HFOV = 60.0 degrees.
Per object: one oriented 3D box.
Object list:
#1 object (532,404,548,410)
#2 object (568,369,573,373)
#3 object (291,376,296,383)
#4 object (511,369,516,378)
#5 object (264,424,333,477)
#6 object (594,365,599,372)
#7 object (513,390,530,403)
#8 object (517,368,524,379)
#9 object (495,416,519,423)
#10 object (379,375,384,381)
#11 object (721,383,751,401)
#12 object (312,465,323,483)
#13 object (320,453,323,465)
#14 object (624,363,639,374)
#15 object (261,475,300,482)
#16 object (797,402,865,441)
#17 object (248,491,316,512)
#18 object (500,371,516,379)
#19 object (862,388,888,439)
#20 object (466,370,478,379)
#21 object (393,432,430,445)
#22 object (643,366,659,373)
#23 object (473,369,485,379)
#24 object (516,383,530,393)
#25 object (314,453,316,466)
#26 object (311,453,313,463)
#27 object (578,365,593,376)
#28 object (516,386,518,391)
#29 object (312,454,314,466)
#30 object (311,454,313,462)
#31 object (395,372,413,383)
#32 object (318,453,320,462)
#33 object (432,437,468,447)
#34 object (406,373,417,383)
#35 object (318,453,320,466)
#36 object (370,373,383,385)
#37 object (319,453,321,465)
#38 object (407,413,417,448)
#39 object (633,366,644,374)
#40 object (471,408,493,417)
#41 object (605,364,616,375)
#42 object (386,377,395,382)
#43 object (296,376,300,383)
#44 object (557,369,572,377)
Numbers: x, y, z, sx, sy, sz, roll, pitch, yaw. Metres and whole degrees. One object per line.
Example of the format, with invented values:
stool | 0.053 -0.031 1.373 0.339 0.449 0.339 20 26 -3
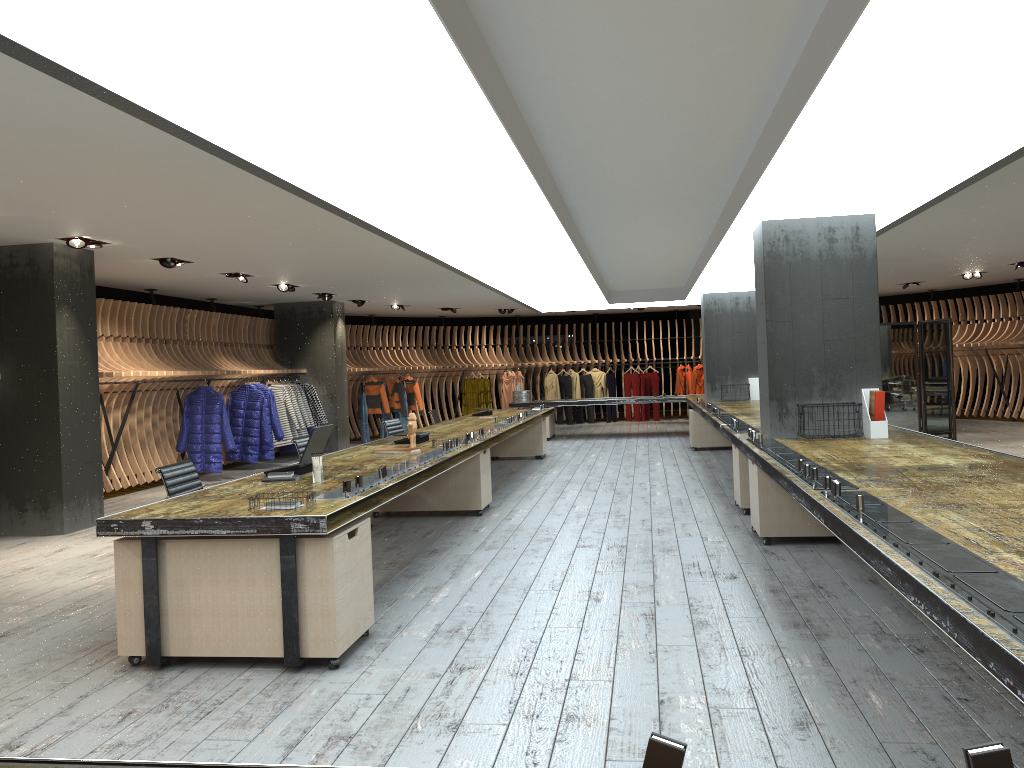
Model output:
object | 0.433 0.374 14.253 0.302 0.074 0.217 -2 1 3
object | 1.459 -0.317 21.939 0.012 0.270 0.525 -2 0 -36
object | -3.840 0.017 15.682 0.516 0.316 0.012 -2 0 9
object | 0.000 -0.254 21.472 0.012 0.270 0.525 -2 1 -21
object | -1.441 0.446 6.013 0.365 0.316 0.373 -2 0 9
object | 2.068 -0.345 22.029 0.525 0.270 0.012 -2 0 34
object | 0.187 0.252 17.537 0.303 0.239 0.498 -2 1 9
object | 0.155 -0.261 21.524 0.012 0.270 0.525 -2 1 -26
object | -0.061 0.443 10.910 0.302 0.071 0.209 -2 1 3
object | -2.798 -0.116 19.023 0.023 0.243 0.549 -2 1 5
object | 3.620 0.141 14.359 0.459 0.289 0.330 -2 0 11
object | -1.190 0.553 5.437 0.061 0.111 0.061 -2 0 42
object | -1.173 0.508 5.433 0.030 0.170 0.007 -2 0 -25
object | 2.977 -0.381 22.060 0.012 0.270 0.525 -2 0 -36
object | -1.475 0.602 5.656 0.213 0.019 0.219 -2 1 -6
object | 2.523 0.296 7.038 0.459 0.289 0.329 -2 0 6
object | -1.138 0.587 4.405 0.302 0.074 0.217 -2 1 3
object | -0.108 -0.249 21.420 0.525 0.270 0.012 -2 0 44
object | 2.880 0.231 7.041 0.129 0.383 0.240 -2 0 9
object | -0.937 -0.205 20.935 0.525 0.270 0.012 -2 0 39
object | -0.935 0.505 8.298 0.262 0.088 0.373 -2 1 9
object | 3.430 -0.399 22.023 0.012 0.270 0.525 -2 0 -41
object | -0.789 -0.212 21.042 0.525 0.270 0.012 -2 0 39
object | 0.209 0.073 17.478 0.262 0.204 0.088 -2 0 7
object | -1.205 0.509 5.456 0.030 0.170 0.007 -2 0 22
object | -1.215 0.509 5.435 0.030 0.170 0.007 -2 0 -44
object | 1.762 -0.330 21.977 0.525 0.270 0.012 -2 0 34
object | 0.094 0.085 17.408 0.062 0.109 0.062 -2 0 -25
object | -1.211 0.509 5.426 0.007 0.170 0.030 -2 0 19
object | -1.214 0.509 5.430 0.007 0.170 0.030 -2 0 31
object | -2.461 -0.137 19.512 0.549 0.243 0.023 -2 0 -15
object | -1.185 0.508 5.457 0.007 0.170 0.030 -2 0 -15
object | -0.540 0.512 7.727 0.302 0.074 0.217 -2 1 3
object | -2.308 -0.135 19.702 0.525 0.270 0.012 -2 0 39
object | -1.185 0.508 5.418 0.030 0.170 0.007 -2 0 29
object | -2.963 -0.094 18.776 0.525 0.270 0.012 -2 0 24
object | -1.177 0.508 5.424 0.030 0.170 0.007 -2 0 2
object | -0.874 0.405 7.745 0.097 0.300 0.320 -2 0 -8
object | 3.142 -0.388 22.048 0.012 0.270 0.525 -2 1 -21
object | -0.425 0.404 12.840 0.261 0.111 0.373 -2 1 9
object | 2.445 -0.362 22.054 0.012 0.270 0.525 -2 1 34
object | -2.634 -0.113 19.269 0.525 0.270 0.012 -2 0 29
object | -3.815 0.011 15.868 0.518 0.313 0.012 -2 0 9
object | 1.267 -0.309 21.888 0.525 0.270 0.012 -2 0 44
